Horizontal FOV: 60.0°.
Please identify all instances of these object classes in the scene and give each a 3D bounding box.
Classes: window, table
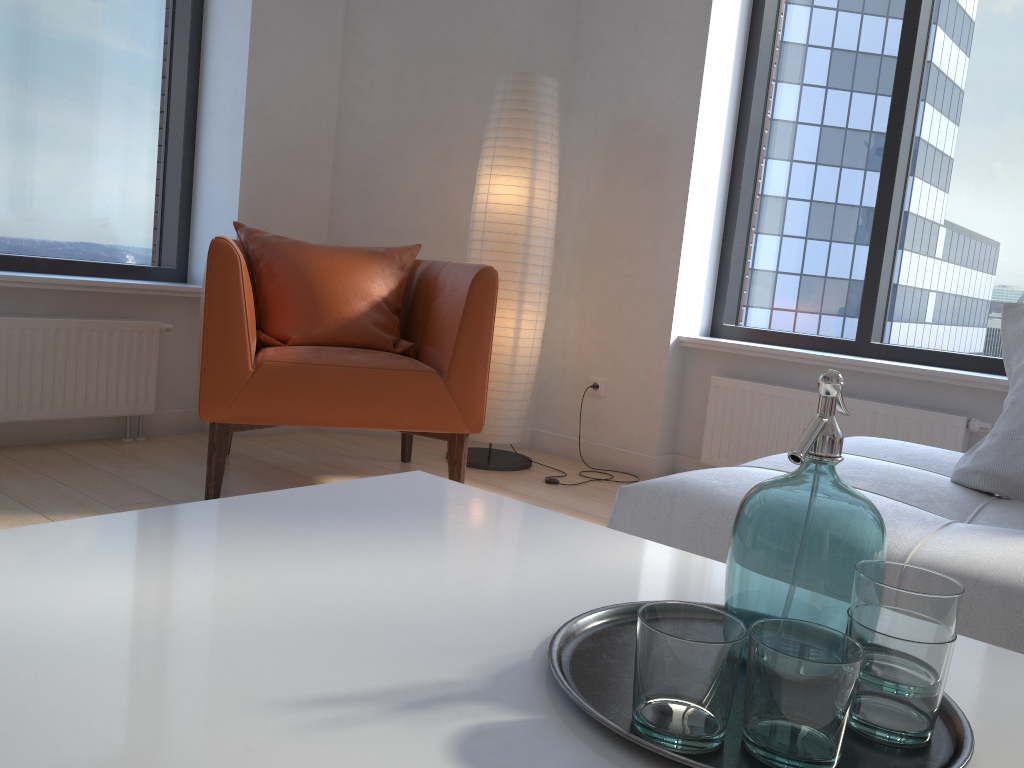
[{"bbox_3d":[1.537,-1.294,3.386,1.310,2.402,0.170,11,9,39],"label":"window"},{"bbox_3d":[-0.096,0.448,0.666,1.091,0.435,1.091,11,9,39],"label":"table"},{"bbox_3d":[-1.938,-1.601,2.922,0.170,2.402,1.960,11,9,39],"label":"window"}]

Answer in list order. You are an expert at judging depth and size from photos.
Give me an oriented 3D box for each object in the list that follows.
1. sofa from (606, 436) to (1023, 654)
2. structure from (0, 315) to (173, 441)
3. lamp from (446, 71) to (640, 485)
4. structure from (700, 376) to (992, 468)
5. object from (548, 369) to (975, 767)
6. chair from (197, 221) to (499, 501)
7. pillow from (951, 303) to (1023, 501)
[{"bbox_3d":[0.873,0.433,0.470,2.614,0.732,3.424,11,9,38],"label":"sofa"},{"bbox_3d":[-1.826,0.000,2.924,0.110,0.460,1.474,11,9,39],"label":"structure"},{"bbox_3d":[0.204,-0.412,3.542,0.804,1.550,0.502,6,7,-1],"label":"lamp"},{"bbox_3d":[1.190,0.270,3.294,1.015,0.460,0.110,11,9,39],"label":"structure"},{"bbox_3d":[0.206,0.120,0.710,0.330,0.265,0.330,3,8,-27],"label":"object"},{"bbox_3d":[-0.610,-0.093,3.066,0.896,0.858,0.843,4,7,-19],"label":"chair"},{"bbox_3d":[1.437,0.148,1.055,0.580,0.456,2.156,3,7,-25],"label":"pillow"}]
